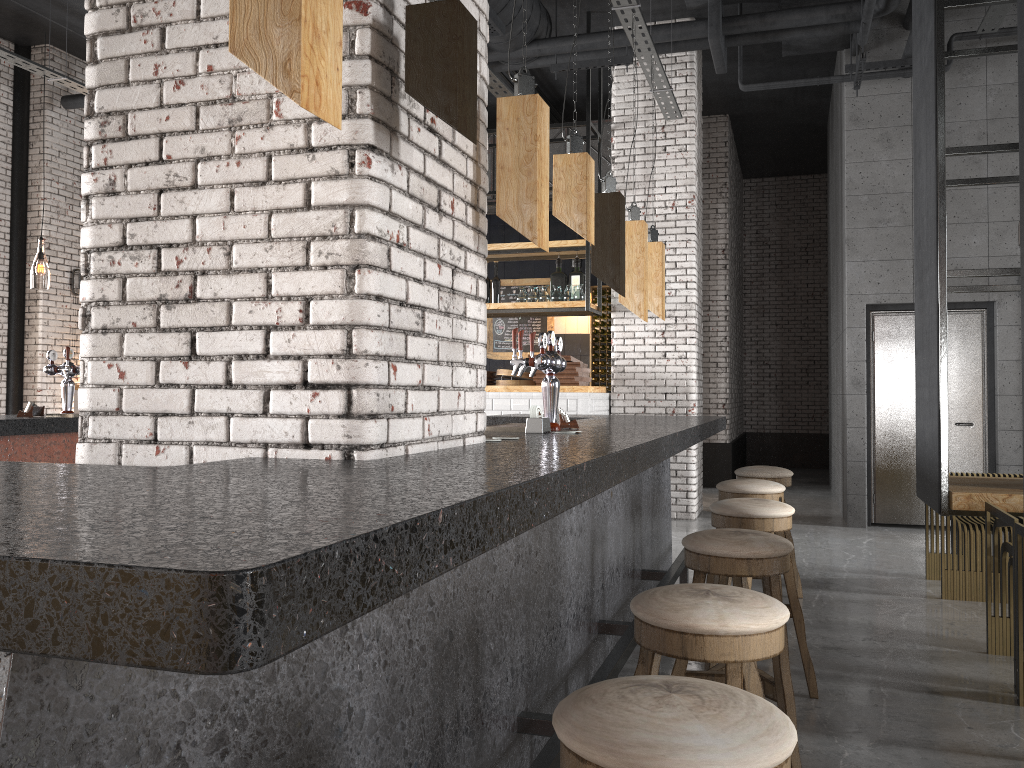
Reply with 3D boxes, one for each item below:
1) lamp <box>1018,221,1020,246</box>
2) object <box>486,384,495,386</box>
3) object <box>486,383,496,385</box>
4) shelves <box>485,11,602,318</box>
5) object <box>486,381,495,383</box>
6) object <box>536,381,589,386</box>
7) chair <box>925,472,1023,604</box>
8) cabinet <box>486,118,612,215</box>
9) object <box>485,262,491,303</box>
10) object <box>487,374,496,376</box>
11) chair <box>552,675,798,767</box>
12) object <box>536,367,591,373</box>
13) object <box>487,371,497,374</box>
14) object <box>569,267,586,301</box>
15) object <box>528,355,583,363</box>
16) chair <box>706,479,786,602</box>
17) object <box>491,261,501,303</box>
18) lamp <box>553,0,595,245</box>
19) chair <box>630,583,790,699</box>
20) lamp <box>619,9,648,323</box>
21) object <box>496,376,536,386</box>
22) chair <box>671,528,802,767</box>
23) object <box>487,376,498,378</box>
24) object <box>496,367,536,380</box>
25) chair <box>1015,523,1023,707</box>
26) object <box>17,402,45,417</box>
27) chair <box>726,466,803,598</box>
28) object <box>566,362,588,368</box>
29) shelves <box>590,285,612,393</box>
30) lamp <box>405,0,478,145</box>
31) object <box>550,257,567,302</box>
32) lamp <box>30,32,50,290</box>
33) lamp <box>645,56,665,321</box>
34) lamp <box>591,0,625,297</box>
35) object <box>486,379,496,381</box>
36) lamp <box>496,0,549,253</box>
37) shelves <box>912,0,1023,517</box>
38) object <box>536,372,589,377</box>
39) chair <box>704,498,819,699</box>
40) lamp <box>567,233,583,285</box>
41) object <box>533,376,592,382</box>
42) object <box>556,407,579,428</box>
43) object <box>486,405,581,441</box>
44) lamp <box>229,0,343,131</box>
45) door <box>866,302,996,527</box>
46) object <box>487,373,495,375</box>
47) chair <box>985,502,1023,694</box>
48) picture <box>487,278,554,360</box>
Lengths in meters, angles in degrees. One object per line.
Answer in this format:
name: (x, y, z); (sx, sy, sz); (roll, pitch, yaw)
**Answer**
lamp: (2.794, -1.547, 4.802); (0.108, 1.600, 0.108); (2, -2, -41)
object: (-0.344, 0.011, 8.857); (0.406, 0.019, 0.458); (1, -1, -37)
object: (-0.330, -0.005, 8.846); (0.407, 0.019, 0.458); (0, -1, -10)
shelves: (-1.857, -2.247, 9.801); (5.677, 3.068, 0.597); (0, -2, 17)
object: (-0.348, -0.021, 8.860); (0.406, 0.019, 0.458); (1, -1, -44)
object: (0.491, -0.001, 8.541); (0.405, 0.044, 0.635); (0, -1, 13)
chair: (3.013, 0.952, 5.596); (0.657, 0.730, 0.638); (0, -1, 17)
cabinet: (-1.092, -2.383, 11.962); (5.863, 1.769, 0.681); (0, -2, 17)
object: (-0.270, -1.045, 9.278); (0.098, 0.471, 0.098); (0, -2, 6)
object: (-0.339, -0.085, 8.858); (0.406, 0.019, 0.458); (1, -1, -30)
chair: (0.232, 0.845, 1.303); (0.480, 0.806, 0.438); (1, -2, -9)
object: (0.492, -0.133, 8.545); (0.405, 0.044, 0.635); (0, -1, 18)
object: (-0.362, -0.118, 8.866); (0.458, 0.019, 0.406); (1, -1, -26)
object: (0.663, -1.006, 9.017); (0.157, 0.406, 0.105); (0, -2, 22)
object: (0.424, -0.223, 8.503); (0.406, 0.094, 0.636); (0, -1, 15)
chair: (1.165, 0.886, 4.513); (0.439, 0.806, 0.480); (0, -2, 16)
object: (-0.167, -1.044, 9.246); (0.098, 0.471, 0.098); (-1, -2, 25)
lamp: (0.232, -1.228, 3.294); (0.127, 1.421, 0.127); (0, -2, 17)
chair: (0.409, 0.853, 1.884); (0.480, 0.806, 0.438); (0, -2, 6)
lamp: (0.622, -1.118, 4.532); (0.127, 1.608, 0.127); (0, -2, 17)
object: (0.060, -0.028, 8.689); (0.437, 0.097, 0.437); (0, -1, 42)
chair: (0.711, 0.864, 2.724); (0.480, 0.806, 0.438); (1, -2, -24)
object: (-0.365, -0.069, 8.864); (0.458, 0.019, 0.406); (1, -1, -30)
object: (0.064, -0.095, 8.693); (0.440, 0.154, 0.437); (1, -1, -26)
chair: (2.251, 0.921, 3.175); (0.657, 0.730, 0.638); (0, -1, 17)
object: (-2.807, 0.147, 5.175); (0.091, 0.091, 0.177); (0, -1, -8)
chair: (1.563, 0.897, 5.323); (0.439, 0.806, 0.480); (1, -2, -14)
object: (0.492, -0.178, 8.546); (0.405, 0.044, 0.635); (0, -1, 11)
shelves: (1.495, -0.229, 11.761); (0.889, 2.150, 0.250); (0, -2, 17)
lamp: (-0.158, -1.256, 2.054); (0.127, 1.396, 0.127); (0, -2, 17)
object: (0.479, -1.080, 9.062); (0.157, 0.554, 0.105); (0, -2, 22)
lamp: (-2.894, -1.381, 5.472); (0.108, 1.600, 0.108); (2, -2, -41)
lamp: (0.817, -1.140, 5.153); (0.127, 1.548, 0.127); (0, -2, 17)
lamp: (0.427, -1.156, 3.913); (0.127, 1.548, 0.127); (0, -2, 17)
object: (-0.355, -0.037, 8.863); (0.458, 0.019, 0.406); (0, -1, -14)
lamp: (0.036, -1.172, 2.672); (0.127, 1.548, 0.127); (0, -2, 17)
shelves: (1.997, -1.545, 2.340); (1.003, 4.369, 6.144); (0, -1, 17)
object: (0.492, -0.089, 8.543); (0.405, 0.044, 0.635); (0, -1, 14)
chair: (1.029, 0.875, 3.613); (0.439, 0.806, 0.480); (0, -2, 6)
lamp: (0.868, -1.684, 11.894); (0.390, 0.938, 0.390); (0, -2, 20)
object: (0.491, -0.045, 8.542); (0.405, 0.044, 0.635); (0, -1, 20)
object: (0.238, 0.150, 3.973); (0.091, 0.091, 0.177); (0, -1, -8)
object: (0.072, 0.133, 3.159); (0.200, 0.106, 0.766); (0, -1, 17)
lamp: (-0.354, -1.188, 1.431); (0.127, 1.548, 0.127); (0, -2, 17)
door: (3.872, 0.299, 8.263); (1.120, 2.104, 0.158); (0, -2, 17)
object: (-0.345, -0.101, 8.861); (0.406, 0.019, 0.458); (1, -1, -39)
chair: (2.494, 0.930, 3.879); (0.657, 0.730, 0.638); (0, -1, 18)
picture: (0.115, -0.905, 12.444); (0.980, 1.143, 0.020); (0, -2, 17)
